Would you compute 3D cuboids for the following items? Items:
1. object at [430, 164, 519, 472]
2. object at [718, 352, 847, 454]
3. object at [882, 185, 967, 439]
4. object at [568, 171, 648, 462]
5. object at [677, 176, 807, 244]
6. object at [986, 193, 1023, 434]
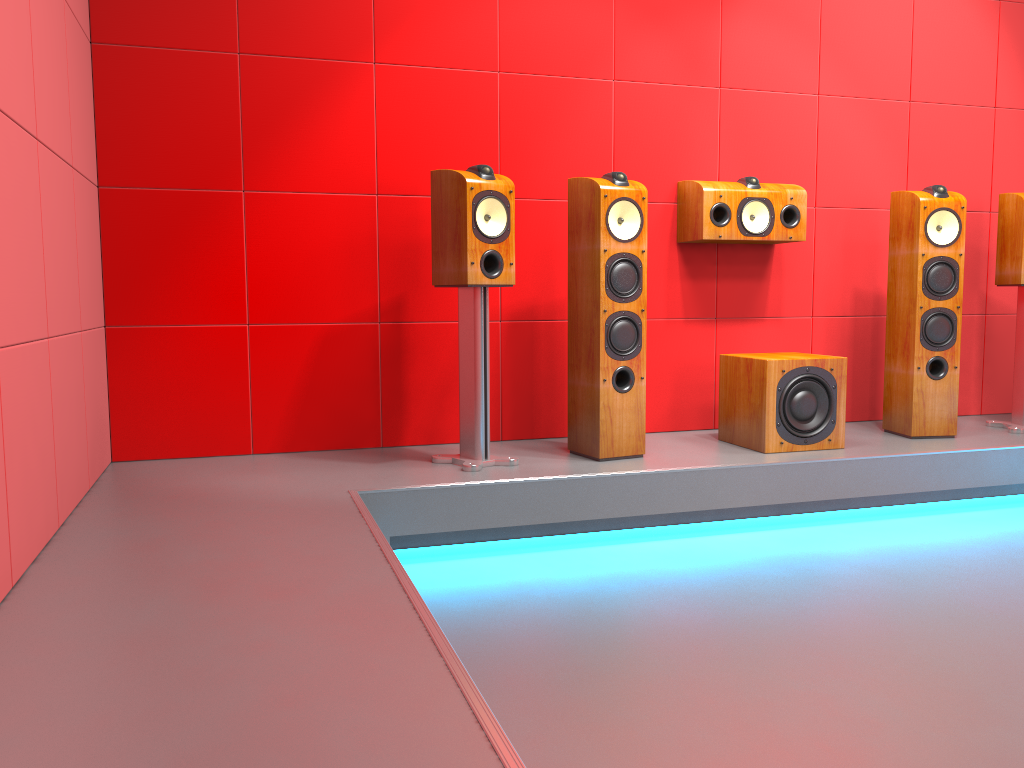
[{"bbox_3d":[-0.138,-0.239,3.172,0.231,1.058,0.265,-4,7,-37],"label":"object"},{"bbox_3d":[1.085,0.066,3.574,0.360,0.360,0.360,-2,6,-17],"label":"object"},{"bbox_3d":[1.751,-0.304,3.770,0.203,1.052,0.238,-1,6,-7],"label":"object"},{"bbox_3d":[0.356,-0.253,3.322,0.203,1.052,0.238,-3,6,-27],"label":"object"},{"bbox_3d":[0.986,-0.746,3.807,0.493,0.271,0.235,-2,6,-17],"label":"object"},{"bbox_3d":[2.282,-0.324,3.908,0.231,1.058,0.265,0,6,3],"label":"object"}]
